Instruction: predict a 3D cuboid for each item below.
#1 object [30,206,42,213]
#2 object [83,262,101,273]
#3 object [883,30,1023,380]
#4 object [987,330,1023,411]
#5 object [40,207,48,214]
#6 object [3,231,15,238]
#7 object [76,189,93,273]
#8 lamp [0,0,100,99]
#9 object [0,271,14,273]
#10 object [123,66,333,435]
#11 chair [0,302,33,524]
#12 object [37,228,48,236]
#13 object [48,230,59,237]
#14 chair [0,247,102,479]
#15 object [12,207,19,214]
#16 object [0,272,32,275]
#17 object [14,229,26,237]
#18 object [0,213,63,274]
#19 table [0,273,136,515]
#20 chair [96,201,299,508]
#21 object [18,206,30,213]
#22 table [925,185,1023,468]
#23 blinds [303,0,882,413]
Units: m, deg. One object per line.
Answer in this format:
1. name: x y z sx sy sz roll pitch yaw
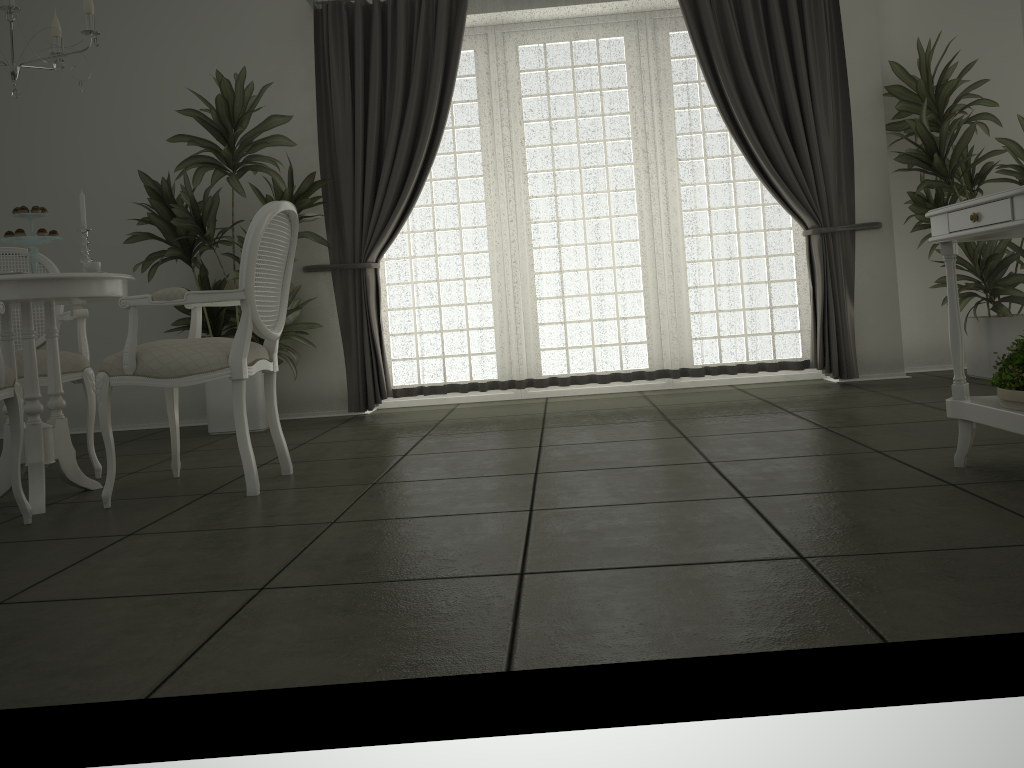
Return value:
1. object: -1.787 -0.653 3.314 0.039 0.032 0.039 -4 3 9
2. object: -1.588 -0.437 3.357 0.062 0.049 0.078 -2 4 36
3. object: 2.836 -1.096 5.186 1.159 2.098 1.042 -4 0 21
4. object: 1.534 -0.058 2.451 0.374 0.232 0.347 -4 3 -1
5. object: -1.784 -0.657 3.355 0.039 0.032 0.039 -6 3 -41
6. object: -1.880 -0.557 3.302 0.039 0.032 0.039 -6 3 -36
7. object: -1.697 -0.594 3.505 0.088 0.365 0.087 -4 -1 -19
8. lamp: -1.944 -2.337 3.334 0.593 2.440 0.592 -4 -1 -19
9. object: -1.984 -0.416 3.455 0.062 0.049 0.078 -5 3 -17
10. object: -1.701 -0.771 5.254 1.159 2.098 1.042 -4 0 21
11. chair: -1.871 -0.022 2.576 0.595 1.064 0.690 -4 1 -6
12. object: -1.753 -0.565 3.296 0.039 0.032 0.039 -6 3 -36
13. object: -1.749 -0.572 3.369 0.039 0.032 0.039 -3 3 24
14. chair: -2.195 -0.104 3.877 0.597 1.064 0.688 -4 1 -31
15. object: -1.857 -0.648 3.318 0.039 0.032 0.039 -3 3 34
16. object: -1.752 -0.379 3.085 0.119 0.016 0.119 -5 5 -7
17. object: -1.818 -0.558 3.262 0.039 0.032 0.039 -6 3 -31
18. object: -1.811 -0.514 3.335 0.210 0.249 0.211 -3 2 36
19. table: -1.785 0.027 3.307 0.740 0.830 0.741 -4 2 0
20. chair: -1.137 -0.138 3.350 0.689 1.064 0.595 -4 1 4
21. object: -1.823 -0.649 3.295 0.039 0.032 0.039 -3 3 24
22. table: 1.519 -0.131 2.451 0.432 0.806 0.699 -4 2 3
23. blinds: 0.450 -1.207 5.569 3.657 2.606 0.660 -4 0 3
